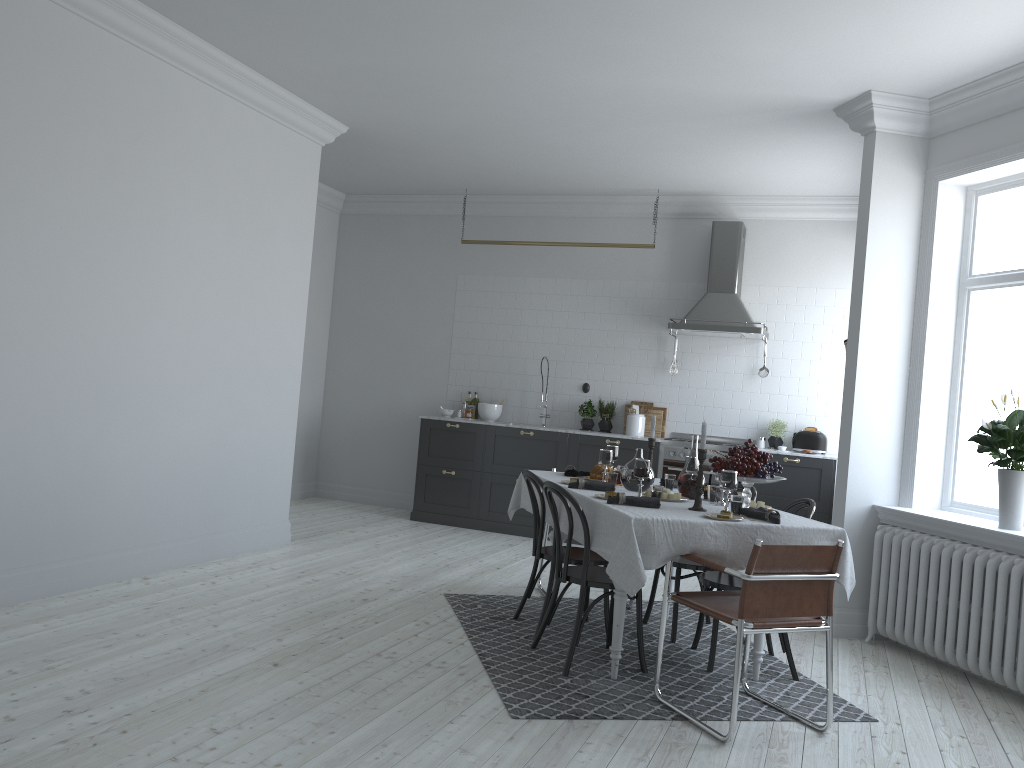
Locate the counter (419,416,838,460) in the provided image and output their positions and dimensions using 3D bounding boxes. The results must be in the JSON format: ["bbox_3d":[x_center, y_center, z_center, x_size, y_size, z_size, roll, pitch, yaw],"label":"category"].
[{"bbox_3d":[1.013,0.488,8.372,3.902,0.020,0.624,5,-1,20],"label":"counter"}]

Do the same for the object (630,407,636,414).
[{"bbox_3d":[1.134,0.355,8.435,0.054,0.262,0.149,5,-1,-5],"label":"object"}]

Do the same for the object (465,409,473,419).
[{"bbox_3d":[-0.440,0.307,9.019,0.078,0.101,0.078,6,-1,-41],"label":"object"}]

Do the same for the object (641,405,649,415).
[{"bbox_3d":[1.227,0.347,8.472,0.131,0.296,0.056,5,-1,0],"label":"object"}]

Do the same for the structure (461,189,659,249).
[{"bbox_3d":[0.426,-1.616,8.608,1.988,0.556,0.053,5,-1,20],"label":"structure"}]

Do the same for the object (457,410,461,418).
[{"bbox_3d":[-0.537,0.307,9.044,0.046,0.084,0.046,5,-1,7],"label":"object"}]

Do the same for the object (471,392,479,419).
[{"bbox_3d":[-0.374,0.224,9.162,0.089,0.282,0.082,5,-1,20],"label":"object"}]

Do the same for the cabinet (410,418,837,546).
[{"bbox_3d":[0.966,1.002,8.355,3.897,1.012,0.646,5,-1,20],"label":"cabinet"}]

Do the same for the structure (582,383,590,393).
[{"bbox_3d":[0.733,0.039,8.810,0.079,0.103,0.032,5,-1,20],"label":"structure"}]

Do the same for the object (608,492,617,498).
[{"bbox_3d":[0.515,0.565,4.471,0.051,0.039,0.036,5,-1,-30],"label":"object"}]

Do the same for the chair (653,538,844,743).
[{"bbox_3d":[1.033,1.048,3.894,0.546,0.837,0.593,5,-1,-25],"label":"chair"}]

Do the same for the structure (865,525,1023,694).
[{"bbox_3d":[2.516,1.249,4.691,0.245,0.753,1.710,5,-1,-17],"label":"structure"}]

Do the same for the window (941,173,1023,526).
[{"bbox_3d":[3.105,-0.206,4.573,0.061,2.080,2.079,5,-1,-17],"label":"window"}]

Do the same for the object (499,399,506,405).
[{"bbox_3d":[-0.158,0.257,9.009,0.209,0.232,0.042,5,-1,-29],"label":"object"}]

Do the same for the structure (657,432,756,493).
[{"bbox_3d":[1.748,1.024,8.065,0.779,1.096,0.651,5,-1,20],"label":"structure"}]

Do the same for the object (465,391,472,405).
[{"bbox_3d":[-0.449,0.217,9.195,0.066,0.282,0.066,5,-1,15],"label":"object"}]

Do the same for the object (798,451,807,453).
[{"bbox_3d":[2.505,0.589,7.686,0.018,0.008,0.209,5,-1,-35],"label":"object"}]

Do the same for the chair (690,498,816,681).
[{"bbox_3d":[1.285,1.042,4.717,0.564,0.909,0.463,5,-1,-1],"label":"chair"}]

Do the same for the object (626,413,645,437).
[{"bbox_3d":[1.178,0.390,8.448,0.174,0.208,0.174,5,-1,16],"label":"object"}]

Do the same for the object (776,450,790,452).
[{"bbox_3d":[2.346,0.582,7.702,0.126,0.008,0.126,6,-1,-43],"label":"object"}]

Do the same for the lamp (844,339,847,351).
[{"bbox_3d":[2.234,0.188,5.795,0.131,0.977,0.312,5,-1,-5],"label":"lamp"}]

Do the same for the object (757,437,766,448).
[{"bbox_3d":[2.280,0.537,8.110,0.072,0.095,0.072,5,-1,-24],"label":"object"}]

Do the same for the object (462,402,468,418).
[{"bbox_3d":[-0.482,0.268,9.072,0.059,0.172,0.059,5,-1,-38],"label":"object"}]

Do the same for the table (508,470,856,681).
[{"bbox_3d":[0.757,1.028,4.924,1.210,0.842,2.179,5,-1,-13],"label":"table"}]

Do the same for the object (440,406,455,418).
[{"bbox_3d":[-0.663,0.286,9.121,0.159,0.110,0.172,5,-1,15],"label":"object"}]

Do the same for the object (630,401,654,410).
[{"bbox_3d":[1.244,0.336,8.574,0.220,0.330,0.041,5,-1,20],"label":"object"}]

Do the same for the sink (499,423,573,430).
[{"bbox_3d":[0.219,0.513,8.615,0.669,0.203,0.384,5,-1,20],"label":"sink"}]

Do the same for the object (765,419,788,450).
[{"bbox_3d":[2.402,0.453,8.054,0.210,0.283,0.220,5,-1,33],"label":"object"}]

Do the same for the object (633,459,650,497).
[{"bbox_3d":[0.654,0.490,4.497,0.083,0.215,0.083,5,-1,25],"label":"object"}]

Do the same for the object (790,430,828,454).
[{"bbox_3d":[2.664,0.513,7.957,0.326,0.207,0.219,5,-1,25],"label":"object"}]

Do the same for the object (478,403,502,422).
[{"bbox_3d":[-0.228,0.290,9.002,0.247,0.175,0.247,5,-1,34],"label":"object"}]

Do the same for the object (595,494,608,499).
[{"bbox_3d":[0.510,0.578,4.501,0.182,0.013,0.182,5,-1,35],"label":"object"}]

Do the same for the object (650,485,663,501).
[{"bbox_3d":[0.717,0.554,4.415,0.066,0.094,0.066,5,-1,9],"label":"object"}]

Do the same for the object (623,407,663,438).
[{"bbox_3d":[1.263,0.371,8.539,0.360,0.261,0.053,5,-1,20],"label":"object"}]

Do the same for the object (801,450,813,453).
[{"bbox_3d":[2.556,0.587,7.705,0.074,0.031,0.119,5,-1,-37],"label":"object"}]

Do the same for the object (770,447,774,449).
[{"bbox_3d":[2.314,0.577,8.001,0.091,0.018,0.062,5,-1,18],"label":"object"}]

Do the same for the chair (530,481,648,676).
[{"bbox_3d":[0.403,0.964,4.535,0.564,0.909,0.463,5,-1,-21],"label":"chair"}]

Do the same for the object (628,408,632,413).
[{"bbox_3d":[1.149,0.361,8.454,0.061,0.251,0.117,5,-1,-40],"label":"object"}]

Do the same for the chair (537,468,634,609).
[{"bbox_3d":[0.513,1.025,5.953,0.546,0.837,0.593,5,-1,-8],"label":"chair"}]

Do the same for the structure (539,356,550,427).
[{"bbox_3d":[0.313,0.075,8.728,0.100,0.692,0.266,5,-1,20],"label":"structure"}]

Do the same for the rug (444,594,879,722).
[{"bbox_3d":[0.607,1.428,4.870,1.701,0.021,2.166,5,-1,-12],"label":"rug"}]

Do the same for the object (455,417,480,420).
[{"bbox_3d":[-0.458,0.355,9.097,0.180,0.008,0.272,5,-1,20],"label":"object"}]

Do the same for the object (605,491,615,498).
[{"bbox_3d":[0.500,0.564,4.509,0.057,0.037,0.021,5,-1,1],"label":"object"}]

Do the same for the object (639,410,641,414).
[{"bbox_3d":[1.218,0.369,8.478,0.050,0.247,0.114,5,-1,-15],"label":"object"}]

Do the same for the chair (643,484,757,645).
[{"bbox_3d":[1.130,1.035,5.274,0.564,0.909,0.463,5,-1,-16],"label":"chair"}]

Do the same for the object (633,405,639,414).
[{"bbox_3d":[1.184,0.344,8.459,0.064,0.290,0.141,5,-1,-6],"label":"object"}]

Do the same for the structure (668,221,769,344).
[{"bbox_3d":[1.932,-0.948,8.123,0.843,1.079,0.567,5,-1,20],"label":"structure"}]

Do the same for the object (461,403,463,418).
[{"bbox_3d":[-0.489,0.268,9.137,0.059,0.172,0.059,5,-1,-38],"label":"object"}]

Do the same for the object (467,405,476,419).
[{"bbox_3d":[-0.423,0.290,9.123,0.077,0.141,0.044,5,-1,20],"label":"object"}]

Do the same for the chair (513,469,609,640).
[{"bbox_3d":[0.301,0.961,5.097,0.564,0.909,0.463,5,-1,-16],"label":"chair"}]

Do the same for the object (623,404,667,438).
[{"bbox_3d":[1.288,0.359,8.591,0.400,0.290,0.030,5,-1,20],"label":"object"}]

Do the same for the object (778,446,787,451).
[{"bbox_3d":[2.346,0.563,7.703,0.072,0.040,0.070,5,-1,12],"label":"object"}]
